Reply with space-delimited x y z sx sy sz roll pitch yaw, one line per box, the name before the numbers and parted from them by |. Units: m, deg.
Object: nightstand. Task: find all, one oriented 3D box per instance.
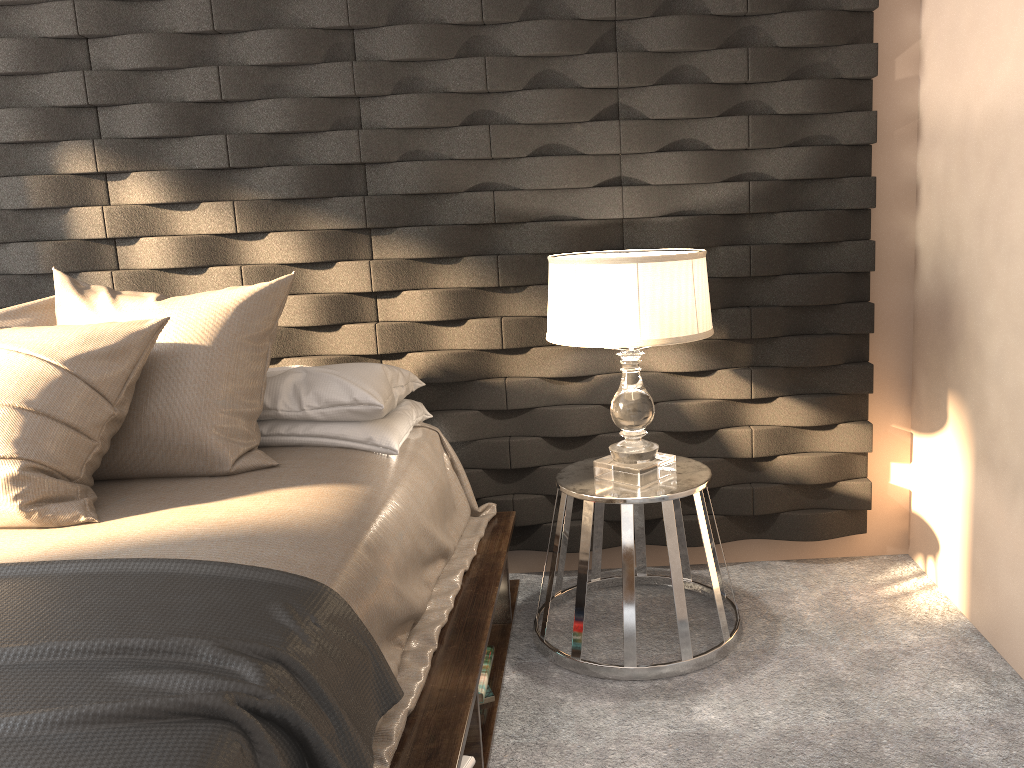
nightstand | 0.358 0.489 2.576 0.588 0.472 0.654 6 14 40

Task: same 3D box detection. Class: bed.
bed | -1.188 0.629 1.742 2.288 0.623 2.301 -2 11 2

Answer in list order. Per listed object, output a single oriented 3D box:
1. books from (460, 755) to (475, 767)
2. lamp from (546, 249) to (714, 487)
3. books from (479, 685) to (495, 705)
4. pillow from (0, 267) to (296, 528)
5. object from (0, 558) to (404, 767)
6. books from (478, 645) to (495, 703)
books | -0.183 0.790 1.720 0.150 0.020 0.211 1 11 18
lamp | 0.333 -0.049 2.461 0.490 0.630 0.442 -10 13 -35
books | -0.172 0.777 2.277 0.200 0.014 0.247 -6 11 -18
pillow | -1.230 0.011 2.026 1.254 0.518 0.904 -2 11 3
object | -1.236 0.540 1.263 2.054 0.322 0.618 -2 11 -1
books | -0.155 0.753 2.282 0.193 0.028 0.247 -2 11 3
